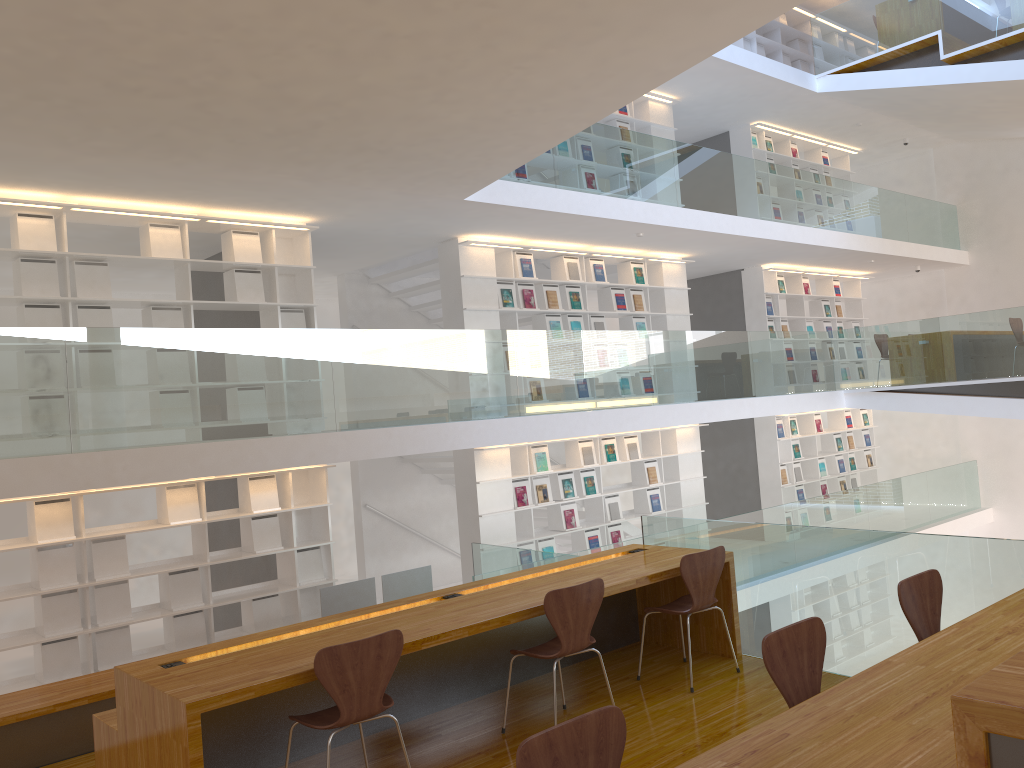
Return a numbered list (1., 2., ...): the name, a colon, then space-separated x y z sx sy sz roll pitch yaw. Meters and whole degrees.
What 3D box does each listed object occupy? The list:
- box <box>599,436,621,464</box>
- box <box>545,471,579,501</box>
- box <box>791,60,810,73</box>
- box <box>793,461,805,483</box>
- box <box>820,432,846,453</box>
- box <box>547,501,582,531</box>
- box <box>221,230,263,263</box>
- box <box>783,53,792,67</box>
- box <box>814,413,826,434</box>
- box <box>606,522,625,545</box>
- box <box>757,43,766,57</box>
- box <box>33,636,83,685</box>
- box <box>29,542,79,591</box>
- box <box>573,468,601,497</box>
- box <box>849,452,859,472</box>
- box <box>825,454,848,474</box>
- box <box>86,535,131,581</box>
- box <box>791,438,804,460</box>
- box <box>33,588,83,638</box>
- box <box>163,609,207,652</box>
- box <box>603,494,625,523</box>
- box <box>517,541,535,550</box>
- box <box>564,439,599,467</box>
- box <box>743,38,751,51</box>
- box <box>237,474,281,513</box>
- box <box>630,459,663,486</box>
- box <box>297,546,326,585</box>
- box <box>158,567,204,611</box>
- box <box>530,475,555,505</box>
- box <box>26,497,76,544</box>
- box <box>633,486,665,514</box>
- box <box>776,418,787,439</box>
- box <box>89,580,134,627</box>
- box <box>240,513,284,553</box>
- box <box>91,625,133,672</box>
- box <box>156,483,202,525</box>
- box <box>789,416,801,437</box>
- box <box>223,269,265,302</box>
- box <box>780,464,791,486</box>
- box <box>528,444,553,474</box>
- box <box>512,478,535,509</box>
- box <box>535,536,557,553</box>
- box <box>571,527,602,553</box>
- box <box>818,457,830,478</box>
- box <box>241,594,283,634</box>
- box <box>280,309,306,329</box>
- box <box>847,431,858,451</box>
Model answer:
1. box: 1.059 0.760 10.183 0.245 0.296 0.274 -3 -2 -41
2. box: 0.541 1.108 9.693 0.245 0.296 0.274 -3 -2 -41
3. box: 4.507 -4.872 13.859 0.245 0.296 0.274 -3 -2 -41
4. box: 4.051 1.275 12.844 0.245 0.296 0.274 -3 -2 -41
5. box: 4.952 0.903 13.673 0.245 0.296 0.274 -3 -2 -41
6. box: 0.570 1.435 9.686 0.245 0.296 0.274 -3 -2 -41
7. box: -2.284 -1.136 7.519 0.245 0.296 0.274 -3 -2 -41
8. box: 4.104 -4.852 13.504 0.245 0.296 0.274 -3 -2 -41
9. box: 4.509 0.594 13.311 0.245 0.296 0.274 -3 -2 -41
10. box: 1.128 1.744 10.145 0.245 0.296 0.274 -3 -2 -41
11. box: 3.581 -4.827 13.041 0.245 0.296 0.274 -3 -2 -41
12. box: -3.256 1.958 6.356 0.245 0.296 0.274 -3 -2 -41
13. box: -3.299 1.303 6.383 0.245 0.296 0.274 -3 -2 -41
14. box: 0.800 1.102 9.921 0.245 0.296 0.274 -3 -2 -41
15. box: 5.241 1.217 13.895 0.245 0.296 0.274 -3 -2 -41
16. box: 4.977 1.230 13.662 0.245 0.296 0.274 -3 -2 -41
17. box: -3.028 1.290 6.623 0.245 0.296 0.274 -3 -2 -41
18. box: 4.042 0.942 12.870 0.245 0.296 0.274 -3 -2 -41
19. box: -3.266 1.630 6.379 0.245 0.296 0.274 -3 -2 -41
20. box: -2.564 1.925 6.967 0.245 0.296 0.274 -3 -2 -41
21. box: 1.098 1.416 10.152 0.245 0.296 0.274 -3 -2 -41
22. box: 0.099 1.794 9.236 0.245 0.296 0.274 -3 -2 -41
23. box: 0.780 0.774 9.936 0.245 0.296 0.274 -3 -2 -41
24. box: 3.299 -4.813 12.793 0.245 0.296 0.274 -3 -2 -41
25. box: -2.126 0.918 7.452 0.245 0.296 0.274 -3 -2 -41
26. box: 1.614 1.062 10.640 0.245 0.296 0.274 -3 -2 -41
27. box: -1.795 1.559 7.679 0.245 0.296 0.274 -3 -2 -41
28. box: -2.600 1.598 6.968 0.245 0.296 0.274 -3 -2 -41
29. box: 0.265 1.129 9.465 0.245 0.296 0.274 -3 -2 -41
30. box: -3.324 0.976 6.394 0.245 0.296 0.274 -3 -2 -41
31. box: 1.641 1.390 10.631 0.245 0.296 0.274 -3 -2 -41
32. box: 3.720 0.636 12.617 0.245 0.296 0.274 -3 -2 -41
33. box: -3.003 1.617 6.612 0.245 0.296 0.274 -3 -2 -41
34. box: -2.102 1.245 7.441 0.245 0.296 0.274 -3 -2 -41
35. box: -2.987 1.945 6.593 0.245 0.296 0.274 -3 -2 -41
36. box: -2.632 0.941 7.002 0.245 0.296 0.274 -3 -2 -41
37. box: 3.999 0.621 12.864 0.245 0.296 0.274 -3 -2 -41
38. box: -2.260 -0.809 7.507 0.245 0.296 0.274 -3 -2 -41
39. box: 3.770 1.288 12.595 0.245 0.296 0.274 -3 -2 -41
40. box: 0.248 0.800 9.466 0.245 0.296 0.274 -3 -2 -41
41. box: 0.045 1.137 9.255 0.245 0.296 0.274 -3 -2 -41
42. box: 0.320 1.783 9.432 0.245 0.296 0.274 -3 -2 -41
43. box: 0.847 1.758 9.897 0.245 0.296 0.274 -3 -2 -41
44. box: 4.574 1.249 13.306 0.245 0.296 0.274 -3 -2 -41
45. box: -2.080 1.901 7.394 0.245 0.296 0.274 -3 -2 -41
46. box: -1.954 -0.495 7.745 0.245 0.296 0.274 -3 -2 -41
47. box: 5.223 0.889 13.912 0.245 0.296 0.274 -3 -2 -41
